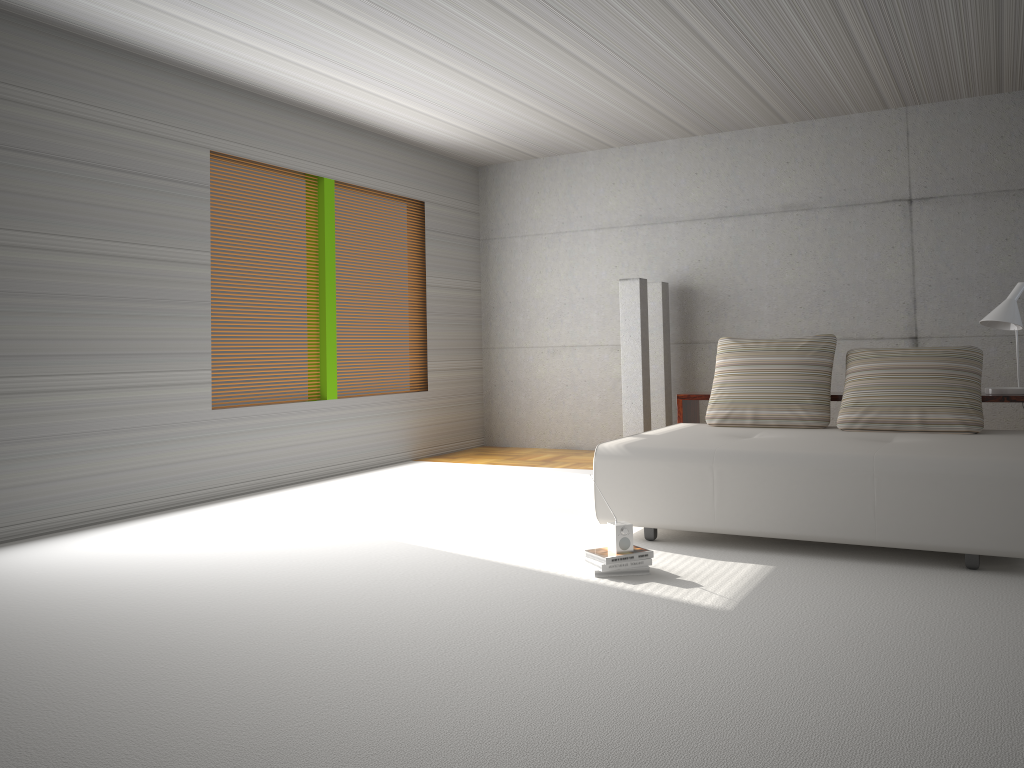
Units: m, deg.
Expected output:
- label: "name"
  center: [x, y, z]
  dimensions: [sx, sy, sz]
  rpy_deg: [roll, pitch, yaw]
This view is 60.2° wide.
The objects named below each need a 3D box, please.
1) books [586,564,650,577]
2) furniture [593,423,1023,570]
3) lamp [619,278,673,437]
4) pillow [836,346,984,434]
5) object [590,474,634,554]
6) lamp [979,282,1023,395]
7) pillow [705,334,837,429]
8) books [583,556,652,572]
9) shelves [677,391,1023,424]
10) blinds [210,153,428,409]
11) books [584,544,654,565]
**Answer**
- label: "books"
  center: [0.500, 0.868, 4.177]
  dimensions: [0.264, 0.032, 0.189]
  rpy_deg: [-1, 2, -7]
- label: "furniture"
  center: [1.771, 0.562, 5.069]
  dimensions: [2.166, 0.523, 1.612]
  rpy_deg: [0, 2, 29]
- label: "lamp"
  center: [1.280, -0.133, 8.374]
  dimensions: [0.200, 1.697, 0.797]
  rpy_deg: [-3, -2, 29]
- label: "pillow"
  center: [2.448, 0.031, 5.441]
  dimensions: [0.806, 0.518, 0.578]
  rpy_deg: [-1, 0, 30]
- label: "object"
  center: [0.463, 0.606, 4.160]
  dimensions: [0.185, 0.367, 0.090]
  rpy_deg: [-1, -2, -20]
- label: "lamp"
  center: [3.106, -0.288, 5.525]
  dimensions: [0.323, 0.702, 0.244]
  rpy_deg: [-2, -2, 10]
- label: "pillow"
  center: [1.725, -0.021, 5.903]
  dimensions: [0.800, 0.611, 0.490]
  rpy_deg: [-1, 0, 29]
- label: "books"
  center: [0.499, 0.836, 4.178]
  dimensions: [0.265, 0.032, 0.189]
  rpy_deg: [-2, 2, -22]
- label: "shelves"
  center: [2.264, 0.422, 5.935]
  dimensions: [2.248, 0.718, 0.400]
  rpy_deg: [0, -1, 29]
- label: "blinds"
  center: [-1.675, -0.777, 7.702]
  dimensions: [0.012, 2.050, 3.531]
  rpy_deg: [-3, 0, 29]
- label: "books"
  center: [0.505, 0.803, 4.178]
  dimensions: [0.265, 0.032, 0.189]
  rpy_deg: [-2, 2, -27]
